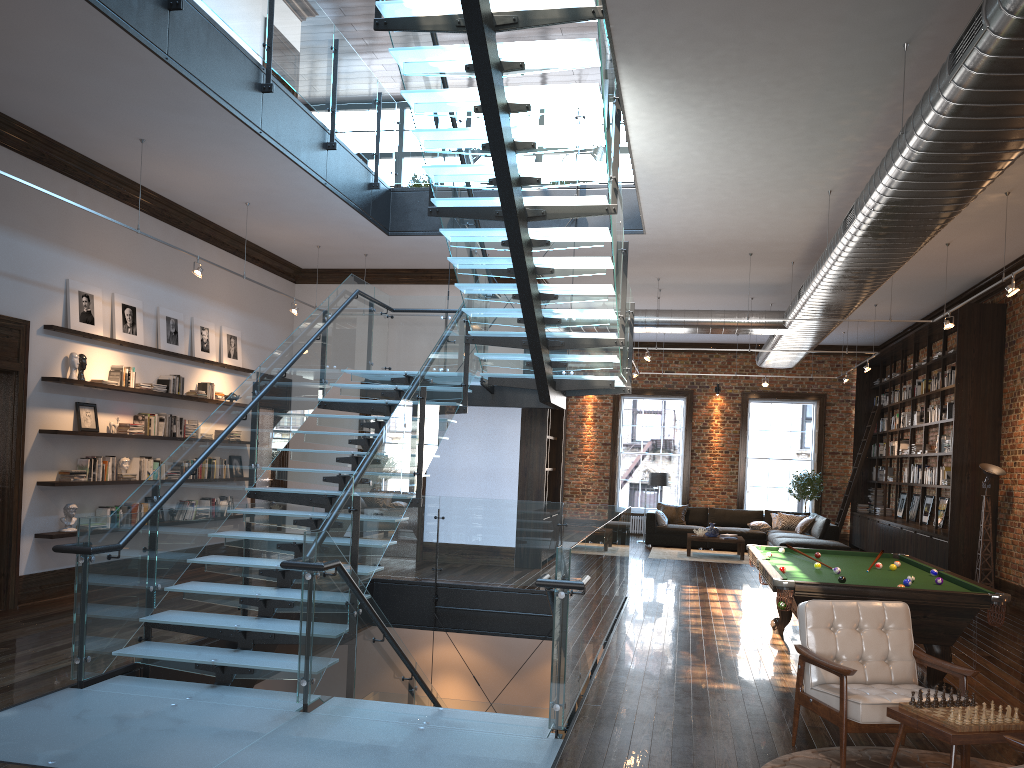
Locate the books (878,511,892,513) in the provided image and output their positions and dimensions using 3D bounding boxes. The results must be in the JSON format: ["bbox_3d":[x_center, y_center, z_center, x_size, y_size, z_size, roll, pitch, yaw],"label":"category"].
[{"bbox_3d":[7.610,2.612,18.126,0.228,0.008,0.330,1,-5,12],"label":"books"}]

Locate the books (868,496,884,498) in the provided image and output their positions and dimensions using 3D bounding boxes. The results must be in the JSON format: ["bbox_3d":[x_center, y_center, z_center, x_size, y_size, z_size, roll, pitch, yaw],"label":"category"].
[{"bbox_3d":[7.801,2.421,19.021,0.260,0.028,0.317,2,-5,11],"label":"books"}]

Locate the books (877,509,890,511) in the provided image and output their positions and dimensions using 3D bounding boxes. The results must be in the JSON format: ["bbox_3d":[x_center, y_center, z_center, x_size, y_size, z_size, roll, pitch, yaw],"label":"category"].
[{"bbox_3d":[7.599,2.574,18.128,0.228,0.008,0.333,1,-5,17],"label":"books"}]

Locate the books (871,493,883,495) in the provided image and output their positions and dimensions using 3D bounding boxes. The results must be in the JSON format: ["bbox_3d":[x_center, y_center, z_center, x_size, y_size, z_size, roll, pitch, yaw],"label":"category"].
[{"bbox_3d":[7.829,2.352,19.016,0.203,0.020,0.318,1,-5,12],"label":"books"}]

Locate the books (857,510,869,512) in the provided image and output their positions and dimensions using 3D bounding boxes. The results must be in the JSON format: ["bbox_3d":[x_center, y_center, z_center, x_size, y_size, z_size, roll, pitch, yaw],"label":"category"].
[{"bbox_3d":[7.566,2.733,19.125,0.201,0.012,0.245,1,-5,14],"label":"books"}]

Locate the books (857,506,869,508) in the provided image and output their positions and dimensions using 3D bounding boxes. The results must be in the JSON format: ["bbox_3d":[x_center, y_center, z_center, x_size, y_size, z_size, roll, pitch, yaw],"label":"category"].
[{"bbox_3d":[7.569,2.657,19.125,0.205,0.015,0.266,2,-5,9],"label":"books"}]

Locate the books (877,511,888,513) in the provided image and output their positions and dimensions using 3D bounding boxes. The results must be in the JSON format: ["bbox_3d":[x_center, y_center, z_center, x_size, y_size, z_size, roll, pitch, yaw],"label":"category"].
[{"bbox_3d":[7.610,2.620,18.126,0.227,0.007,0.370,1,-5,12],"label":"books"}]

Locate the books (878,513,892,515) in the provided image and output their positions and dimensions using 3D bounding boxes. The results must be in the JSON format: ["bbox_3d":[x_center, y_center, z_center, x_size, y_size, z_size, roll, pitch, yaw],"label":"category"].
[{"bbox_3d":[7.608,2.650,18.126,0.228,0.008,0.330,2,-5,10],"label":"books"}]

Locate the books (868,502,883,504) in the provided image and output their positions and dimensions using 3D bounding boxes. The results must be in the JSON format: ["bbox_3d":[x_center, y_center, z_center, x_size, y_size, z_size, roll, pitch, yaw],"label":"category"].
[{"bbox_3d":[7.801,2.550,19.025,0.250,0.020,0.318,2,-5,11],"label":"books"}]

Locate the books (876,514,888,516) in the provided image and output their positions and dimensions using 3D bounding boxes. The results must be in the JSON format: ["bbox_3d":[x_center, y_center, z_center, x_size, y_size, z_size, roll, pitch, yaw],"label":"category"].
[{"bbox_3d":[7.598,2.680,18.127,0.228,0.008,0.332,2,-5,7],"label":"books"}]

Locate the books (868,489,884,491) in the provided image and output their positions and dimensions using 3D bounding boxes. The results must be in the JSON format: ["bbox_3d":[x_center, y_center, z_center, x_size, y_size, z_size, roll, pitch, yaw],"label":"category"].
[{"bbox_3d":[7.806,2.271,19.021,0.240,0.007,0.319,2,-5,7],"label":"books"}]

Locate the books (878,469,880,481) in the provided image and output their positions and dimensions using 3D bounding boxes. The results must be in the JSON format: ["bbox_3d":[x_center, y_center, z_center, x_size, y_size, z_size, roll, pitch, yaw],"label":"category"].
[{"bbox_3d":[7.776,1.914,18.613,0.188,0.244,0.026,2,0,11],"label":"books"}]

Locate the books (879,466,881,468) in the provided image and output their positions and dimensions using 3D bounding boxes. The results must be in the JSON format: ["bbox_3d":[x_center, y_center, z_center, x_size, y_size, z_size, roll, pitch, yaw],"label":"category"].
[{"bbox_3d":[7.830,1.898,18.746,0.139,0.304,0.016,2,0,11],"label":"books"}]

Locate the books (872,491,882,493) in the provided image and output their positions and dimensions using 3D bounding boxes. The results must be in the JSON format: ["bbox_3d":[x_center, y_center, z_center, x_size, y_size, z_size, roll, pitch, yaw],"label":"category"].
[{"bbox_3d":[7.831,2.318,19.016,0.184,0.030,0.266,1,-5,17],"label":"books"}]

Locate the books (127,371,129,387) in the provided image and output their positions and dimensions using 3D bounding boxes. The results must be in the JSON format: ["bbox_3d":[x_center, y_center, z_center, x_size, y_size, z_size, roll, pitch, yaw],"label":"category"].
[{"bbox_3d":[-4.225,-0.055,9.600,0.157,0.177,0.029,2,0,11],"label":"books"}]

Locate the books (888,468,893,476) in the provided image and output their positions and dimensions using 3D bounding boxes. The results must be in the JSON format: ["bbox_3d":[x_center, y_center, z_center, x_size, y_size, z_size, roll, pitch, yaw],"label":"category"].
[{"bbox_3d":[7.703,1.848,18.104,0.129,0.282,0.030,2,0,11],"label":"books"}]

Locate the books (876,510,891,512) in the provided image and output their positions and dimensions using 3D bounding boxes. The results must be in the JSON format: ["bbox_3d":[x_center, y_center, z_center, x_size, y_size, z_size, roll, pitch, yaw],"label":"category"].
[{"bbox_3d":[7.604,2.597,18.127,0.228,0.008,0.331,2,-5,8],"label":"books"}]

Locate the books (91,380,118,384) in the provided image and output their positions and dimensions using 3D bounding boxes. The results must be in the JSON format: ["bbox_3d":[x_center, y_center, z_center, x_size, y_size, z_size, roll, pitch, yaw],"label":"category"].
[{"bbox_3d":[-4.294,-0.019,9.343,0.142,0.011,0.256,1,-5,13],"label":"books"}]

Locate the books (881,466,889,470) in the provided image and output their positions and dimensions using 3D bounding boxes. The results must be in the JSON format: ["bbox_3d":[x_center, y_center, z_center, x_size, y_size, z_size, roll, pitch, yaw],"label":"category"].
[{"bbox_3d":[7.747,1.867,18.428,0.165,0.303,0.013,2,0,11],"label":"books"}]

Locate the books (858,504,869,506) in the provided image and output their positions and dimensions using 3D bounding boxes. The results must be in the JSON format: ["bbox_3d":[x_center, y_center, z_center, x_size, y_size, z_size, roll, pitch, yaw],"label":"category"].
[{"bbox_3d":[7.571,2.609,19.125,0.199,0.020,0.212,1,-5,15],"label":"books"}]

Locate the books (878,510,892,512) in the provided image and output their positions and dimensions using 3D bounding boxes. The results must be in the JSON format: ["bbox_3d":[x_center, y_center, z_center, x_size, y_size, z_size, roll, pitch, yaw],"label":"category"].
[{"bbox_3d":[7.608,2.589,18.127,0.228,0.008,0.331,1,-5,13],"label":"books"}]

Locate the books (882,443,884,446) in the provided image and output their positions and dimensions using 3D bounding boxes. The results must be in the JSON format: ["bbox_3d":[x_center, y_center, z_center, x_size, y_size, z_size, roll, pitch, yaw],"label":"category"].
[{"bbox_3d":[7.754,1.367,18.370,0.159,0.285,0.014,2,0,11],"label":"books"}]

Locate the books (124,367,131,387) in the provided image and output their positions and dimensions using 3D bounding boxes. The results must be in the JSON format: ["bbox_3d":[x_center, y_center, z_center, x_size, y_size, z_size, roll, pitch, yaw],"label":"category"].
[{"bbox_3d":[-4.211,-0.073,9.618,0.164,0.216,0.012,2,0,11],"label":"books"}]

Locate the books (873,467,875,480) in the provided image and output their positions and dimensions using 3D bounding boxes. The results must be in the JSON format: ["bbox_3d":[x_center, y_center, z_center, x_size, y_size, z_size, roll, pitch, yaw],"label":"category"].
[{"bbox_3d":[7.895,1.939,19.134,0.181,0.294,0.051,2,0,11],"label":"books"}]

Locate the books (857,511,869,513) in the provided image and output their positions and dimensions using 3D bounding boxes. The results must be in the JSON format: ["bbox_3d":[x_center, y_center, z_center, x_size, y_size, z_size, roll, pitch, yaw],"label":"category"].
[{"bbox_3d":[7.564,2.757,19.126,0.207,0.013,0.280,1,-5,12],"label":"books"}]

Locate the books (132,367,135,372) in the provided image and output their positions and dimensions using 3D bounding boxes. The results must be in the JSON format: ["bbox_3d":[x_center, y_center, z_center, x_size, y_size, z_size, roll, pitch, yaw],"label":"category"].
[{"bbox_3d":[-4.213,-0.068,9.764,0.119,0.232,0.014,2,0,11],"label":"books"}]

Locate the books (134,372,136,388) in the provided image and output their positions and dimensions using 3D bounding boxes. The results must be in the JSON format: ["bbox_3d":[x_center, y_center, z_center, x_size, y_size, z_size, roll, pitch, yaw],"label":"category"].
[{"bbox_3d":[-4.207,-0.042,9.776,0.128,0.181,0.012,2,0,11],"label":"books"}]

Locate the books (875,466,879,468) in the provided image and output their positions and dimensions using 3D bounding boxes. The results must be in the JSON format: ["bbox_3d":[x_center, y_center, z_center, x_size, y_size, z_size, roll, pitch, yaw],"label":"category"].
[{"bbox_3d":[7.888,1.921,19.076,0.157,0.318,0.013,2,0,11],"label":"books"}]

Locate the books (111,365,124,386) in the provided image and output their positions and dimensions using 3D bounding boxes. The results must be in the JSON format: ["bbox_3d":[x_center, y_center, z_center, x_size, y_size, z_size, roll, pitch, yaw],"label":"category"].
[{"bbox_3d":[-4.247,-0.087,9.543,0.142,0.228,0.014,2,0,11],"label":"books"}]

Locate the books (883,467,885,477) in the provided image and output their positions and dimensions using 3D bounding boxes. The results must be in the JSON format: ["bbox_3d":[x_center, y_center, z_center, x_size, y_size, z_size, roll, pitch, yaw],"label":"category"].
[{"bbox_3d":[7.739,1.863,18.279,0.159,0.285,0.014,2,0,11],"label":"books"}]

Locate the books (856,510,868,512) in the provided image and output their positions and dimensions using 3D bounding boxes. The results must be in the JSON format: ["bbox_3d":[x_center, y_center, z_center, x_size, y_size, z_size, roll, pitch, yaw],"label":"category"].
[{"bbox_3d":[7.570,2.745,19.124,0.210,0.011,0.273,2,-5,8],"label":"books"}]

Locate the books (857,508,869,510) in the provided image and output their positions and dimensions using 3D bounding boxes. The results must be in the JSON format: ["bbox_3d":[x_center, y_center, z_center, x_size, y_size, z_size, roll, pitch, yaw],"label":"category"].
[{"bbox_3d":[7.565,2.701,19.126,0.200,0.019,0.256,1,-5,13],"label":"books"}]

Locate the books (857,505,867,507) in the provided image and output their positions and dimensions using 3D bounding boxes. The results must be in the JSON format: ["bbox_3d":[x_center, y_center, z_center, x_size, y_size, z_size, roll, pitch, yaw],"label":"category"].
[{"bbox_3d":[7.541,2.633,19.131,0.149,0.005,0.319,2,-5,10],"label":"books"}]

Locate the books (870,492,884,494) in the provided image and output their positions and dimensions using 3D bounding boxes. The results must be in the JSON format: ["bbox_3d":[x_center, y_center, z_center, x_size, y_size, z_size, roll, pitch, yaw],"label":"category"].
[{"bbox_3d":[7.824,2.337,19.017,0.207,0.009,0.345,2,-5,9],"label":"books"}]

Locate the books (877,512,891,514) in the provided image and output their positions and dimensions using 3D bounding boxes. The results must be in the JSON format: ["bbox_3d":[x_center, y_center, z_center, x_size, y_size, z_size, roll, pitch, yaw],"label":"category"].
[{"bbox_3d":[7.606,2.635,18.126,0.228,0.008,0.331,1,-5,13],"label":"books"}]

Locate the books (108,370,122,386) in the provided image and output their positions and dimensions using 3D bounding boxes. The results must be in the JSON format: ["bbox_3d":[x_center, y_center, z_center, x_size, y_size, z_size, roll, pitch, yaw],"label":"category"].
[{"bbox_3d":[-4.262,-0.064,9.514,0.128,0.175,0.050,2,0,11],"label":"books"}]

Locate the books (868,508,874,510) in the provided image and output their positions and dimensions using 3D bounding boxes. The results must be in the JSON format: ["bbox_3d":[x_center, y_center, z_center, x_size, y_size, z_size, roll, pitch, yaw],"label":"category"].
[{"bbox_3d":[7.790,2.685,19.026,0.241,0.023,0.263,1,-5,15],"label":"books"}]

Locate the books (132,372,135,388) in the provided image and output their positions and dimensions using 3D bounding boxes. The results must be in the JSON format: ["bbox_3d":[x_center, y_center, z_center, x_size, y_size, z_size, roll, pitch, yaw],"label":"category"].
[{"bbox_3d":[-4.211,-0.043,9.739,0.131,0.178,0.035,2,0,11],"label":"books"}]

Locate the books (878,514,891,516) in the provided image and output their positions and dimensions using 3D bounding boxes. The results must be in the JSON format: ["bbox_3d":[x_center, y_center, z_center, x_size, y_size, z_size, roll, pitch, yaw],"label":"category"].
[{"bbox_3d":[7.601,2.672,18.126,0.228,0.008,0.331,1,-5,14],"label":"books"}]

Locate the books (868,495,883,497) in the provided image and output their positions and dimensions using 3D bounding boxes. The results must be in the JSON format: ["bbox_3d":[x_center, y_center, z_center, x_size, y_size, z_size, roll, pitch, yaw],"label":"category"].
[{"bbox_3d":[7.803,2.397,19.021,0.240,0.019,0.229,2,-5,7],"label":"books"}]

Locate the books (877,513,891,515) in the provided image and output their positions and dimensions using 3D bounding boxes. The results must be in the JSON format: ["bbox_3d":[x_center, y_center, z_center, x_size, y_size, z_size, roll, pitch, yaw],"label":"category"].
[{"bbox_3d":[7.611,2.658,18.125,0.228,0.008,0.329,2,-5,11],"label":"books"}]

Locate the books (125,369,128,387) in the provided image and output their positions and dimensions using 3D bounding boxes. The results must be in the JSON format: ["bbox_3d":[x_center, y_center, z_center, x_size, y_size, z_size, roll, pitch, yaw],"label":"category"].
[{"bbox_3d":[-4.228,-0.068,9.571,0.163,0.198,0.029,2,0,11],"label":"books"}]

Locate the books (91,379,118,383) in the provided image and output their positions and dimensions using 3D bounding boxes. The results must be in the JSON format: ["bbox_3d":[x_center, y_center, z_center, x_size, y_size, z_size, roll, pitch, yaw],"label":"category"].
[{"bbox_3d":[-4.294,-0.029,9.343,0.142,0.011,0.256,2,-5,9],"label":"books"}]

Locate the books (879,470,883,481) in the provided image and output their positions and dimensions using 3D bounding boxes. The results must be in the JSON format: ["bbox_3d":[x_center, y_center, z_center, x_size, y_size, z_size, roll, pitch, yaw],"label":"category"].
[{"bbox_3d":[7.704,1.891,18.313,0.212,0.233,0.019,2,0,11],"label":"books"}]

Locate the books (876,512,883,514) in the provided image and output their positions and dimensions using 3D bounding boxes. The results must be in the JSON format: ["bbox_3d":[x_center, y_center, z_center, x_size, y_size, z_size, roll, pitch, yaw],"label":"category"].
[{"bbox_3d":[7.602,2.642,18.127,0.227,0.007,0.371,2,-5,8],"label":"books"}]

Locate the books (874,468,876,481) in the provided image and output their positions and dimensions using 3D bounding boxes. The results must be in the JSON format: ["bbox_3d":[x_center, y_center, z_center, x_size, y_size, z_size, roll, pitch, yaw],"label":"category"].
[{"bbox_3d":[7.860,1.940,18.996,0.177,0.266,0.026,2,0,11],"label":"books"}]

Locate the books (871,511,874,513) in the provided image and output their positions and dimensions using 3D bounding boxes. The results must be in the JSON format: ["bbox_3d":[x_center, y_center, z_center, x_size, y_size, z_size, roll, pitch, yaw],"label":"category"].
[{"bbox_3d":[7.812,2.749,19.021,0.198,0.035,0.218,1,-5,14],"label":"books"}]

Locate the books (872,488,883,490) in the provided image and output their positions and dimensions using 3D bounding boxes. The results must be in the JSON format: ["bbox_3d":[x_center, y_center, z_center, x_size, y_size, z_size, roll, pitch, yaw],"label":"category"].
[{"bbox_3d":[7.842,2.250,19.014,0.178,0.013,0.358,1,-5,13],"label":"books"}]

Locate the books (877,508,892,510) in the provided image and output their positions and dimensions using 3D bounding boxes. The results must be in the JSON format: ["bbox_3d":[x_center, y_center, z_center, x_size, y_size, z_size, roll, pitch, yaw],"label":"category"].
[{"bbox_3d":[7.599,2.550,18.129,0.226,0.007,0.373,2,-5,6],"label":"books"}]

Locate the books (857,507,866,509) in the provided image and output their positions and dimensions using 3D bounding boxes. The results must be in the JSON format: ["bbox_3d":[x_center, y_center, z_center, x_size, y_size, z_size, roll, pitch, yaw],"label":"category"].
[{"bbox_3d":[7.541,2.672,19.131,0.154,0.015,0.194,1,-5,12],"label":"books"}]

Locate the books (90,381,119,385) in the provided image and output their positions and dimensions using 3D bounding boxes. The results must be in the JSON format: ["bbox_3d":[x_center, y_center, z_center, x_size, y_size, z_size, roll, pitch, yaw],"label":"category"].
[{"bbox_3d":[-4.293,-0.008,9.343,0.141,0.011,0.288,2,-5,9],"label":"books"}]

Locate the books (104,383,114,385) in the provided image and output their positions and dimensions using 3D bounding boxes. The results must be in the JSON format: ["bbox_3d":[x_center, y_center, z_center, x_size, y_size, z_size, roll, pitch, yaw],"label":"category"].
[{"bbox_3d":[-4.297,0.003,9.343,0.142,0.011,0.255,2,-5,10],"label":"books"}]

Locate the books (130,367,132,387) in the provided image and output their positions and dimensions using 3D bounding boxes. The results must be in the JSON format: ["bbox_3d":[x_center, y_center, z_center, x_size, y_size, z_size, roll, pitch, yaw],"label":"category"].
[{"bbox_3d":[-4.218,-0.075,9.664,0.133,0.228,0.025,2,0,11],"label":"books"}]

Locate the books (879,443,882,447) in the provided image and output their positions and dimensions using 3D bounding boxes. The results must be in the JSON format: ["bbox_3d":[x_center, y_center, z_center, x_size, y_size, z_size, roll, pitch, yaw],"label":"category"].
[{"bbox_3d":[7.832,1.398,18.766,0.179,0.298,0.015,2,0,11],"label":"books"}]

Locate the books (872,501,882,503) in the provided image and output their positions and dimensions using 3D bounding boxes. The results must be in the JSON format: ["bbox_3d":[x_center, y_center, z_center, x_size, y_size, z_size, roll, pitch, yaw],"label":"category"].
[{"bbox_3d":[7.823,2.524,19.021,0.183,0.034,0.271,1,-5,17],"label":"books"}]
